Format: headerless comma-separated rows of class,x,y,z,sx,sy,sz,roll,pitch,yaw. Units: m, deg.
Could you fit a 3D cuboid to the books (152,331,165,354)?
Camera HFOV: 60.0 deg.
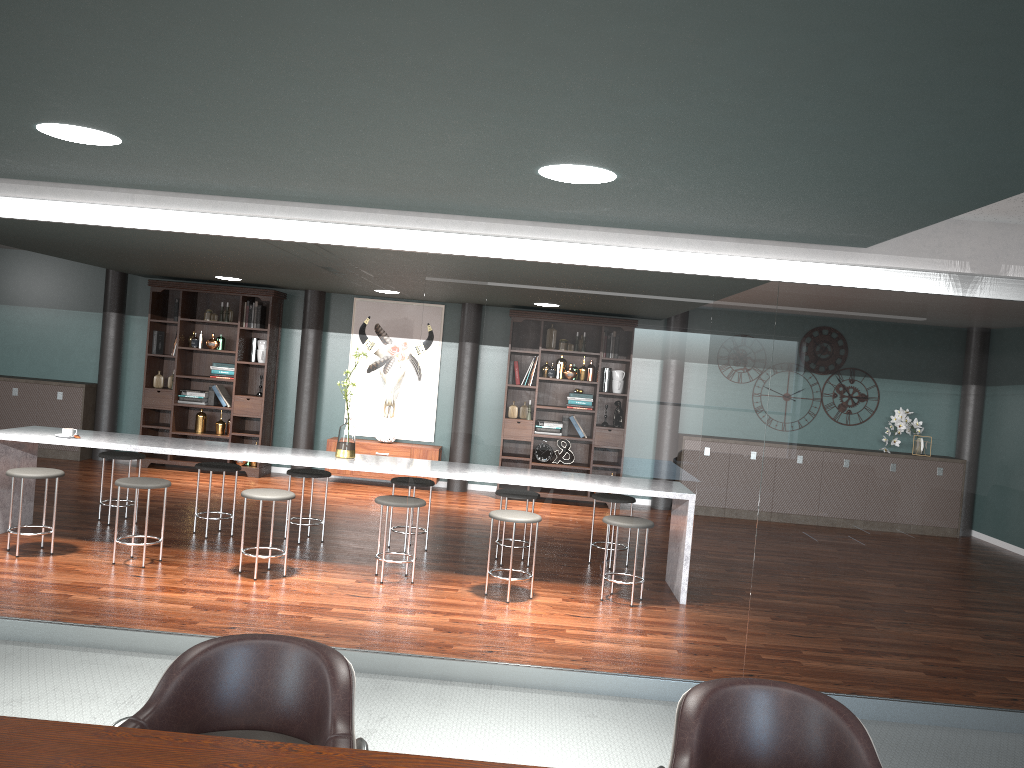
books,-3.801,-0.445,9.529,0.042,0.248,0.194,5,1,1

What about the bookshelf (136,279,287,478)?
bookshelf,-3.227,-0.059,9.544,1.339,1.984,0.482,5,1,1

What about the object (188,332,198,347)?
object,-3.426,-0.477,9.538,0.105,0.172,0.105,5,1,-3

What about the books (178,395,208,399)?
books,-3.407,0.134,9.516,0.268,0.016,0.205,5,1,1

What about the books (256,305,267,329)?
books,-2.686,-0.713,9.498,0.042,0.248,0.194,5,1,1

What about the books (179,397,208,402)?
books,-3.409,0.163,9.516,0.248,0.042,0.194,5,1,1

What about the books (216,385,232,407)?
books,-3.073,0.129,9.512,0.166,0.228,0.205,5,1,1

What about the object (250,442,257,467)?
object,-2.740,0.752,9.478,0.108,0.256,0.108,6,2,35

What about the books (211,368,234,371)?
books,-3.069,-0.155,9.528,0.268,0.016,0.205,5,1,1

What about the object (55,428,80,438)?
object,-2.906,0.319,5.801,0.146,0.056,0.146,6,2,33

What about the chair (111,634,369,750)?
chair,-0.585,0.953,1.784,0.533,0.761,0.523,4,1,-17

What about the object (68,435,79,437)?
object,-2.860,0.342,5.774,0.034,0.012,0.155,5,1,-2

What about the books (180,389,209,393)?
books,-3.389,0.077,9.514,0.268,0.016,0.205,5,1,1

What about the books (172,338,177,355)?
books,-3.564,-0.457,9.521,0.063,0.309,0.210,5,1,1

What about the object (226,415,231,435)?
object,-3.026,0.436,9.571,0.092,0.222,0.092,6,2,35

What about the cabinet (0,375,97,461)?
cabinet,-1.404,0.680,9.593,12.287,0.820,0.402,5,1,1

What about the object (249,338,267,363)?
object,-2.703,-0.359,9.537,0.268,0.262,0.137,6,2,41

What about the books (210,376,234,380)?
books,-3.076,-0.067,9.530,0.268,0.016,0.205,5,1,1

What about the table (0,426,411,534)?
table,-1.146,0.844,5.947,4.577,0.699,0.609,5,1,1

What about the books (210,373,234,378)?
books,-3.072,-0.089,9.530,0.286,0.027,0.184,5,1,1

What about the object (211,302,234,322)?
object,-3.097,-0.775,9.504,0.196,0.221,0.184,5,1,1

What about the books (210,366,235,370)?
books,-3.071,-0.170,9.522,0.268,0.016,0.205,5,1,1

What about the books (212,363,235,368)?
books,-3.062,-0.199,9.527,0.248,0.042,0.194,5,1,1

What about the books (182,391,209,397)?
books,-3.381,0.107,9.514,0.248,0.042,0.194,5,1,1

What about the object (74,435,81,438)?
object,-2.830,0.343,5.772,0.041,0.021,0.044,5,1,13

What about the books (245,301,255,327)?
books,-2.808,-0.743,9.501,0.027,0.286,0.184,5,1,1

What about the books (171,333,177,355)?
books,-3.579,-0.458,9.522,0.063,0.309,0.210,5,1,1

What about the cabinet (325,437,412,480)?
cabinet,-1.386,0.827,9.616,1.200,0.379,0.368,5,1,1

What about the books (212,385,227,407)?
books,-3.107,0.127,9.512,0.176,0.227,0.194,5,1,1

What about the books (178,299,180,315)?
books,-3.520,-0.783,9.516,0.042,0.248,0.194,5,1,1

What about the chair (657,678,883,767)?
chair,0.524,1.047,1.768,0.535,0.761,0.518,5,1,7

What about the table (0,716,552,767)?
table,-2.156,0.867,0.955,6.694,0.706,1.374,5,1,1

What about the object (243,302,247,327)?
object,-2.831,-0.736,9.501,0.016,0.268,0.205,5,1,1

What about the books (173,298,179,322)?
books,-3.565,-0.787,9.517,0.042,0.248,0.194,5,1,1

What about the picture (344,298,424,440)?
picture,-1.299,-0.155,9.768,1.002,1.512,0.031,5,1,1

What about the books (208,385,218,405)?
books,-3.225,0.120,9.581,0.063,0.214,0.139,5,1,1

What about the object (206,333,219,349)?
object,-3.176,-0.455,9.415,0.144,0.175,0.073,5,1,3

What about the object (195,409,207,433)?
object,-3.344,0.396,9.537,0.114,0.251,0.114,5,1,27

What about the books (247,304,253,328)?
books,-2.774,-0.720,9.500,0.042,0.248,0.194,5,1,1

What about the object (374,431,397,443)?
object,-1.370,0.581,9.628,0.245,0.112,0.261,5,1,9

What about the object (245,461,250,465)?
object,-2.838,0.786,9.555,0.099,0.169,0.099,4,1,-25

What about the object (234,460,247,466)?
object,-2.881,0.782,9.434,0.144,0.175,0.073,5,1,3

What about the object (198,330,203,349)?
object,-3.303,-0.473,9.414,0.040,0.191,0.040,5,1,10

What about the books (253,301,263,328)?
books,-2.719,-0.735,9.499,0.027,0.286,0.184,5,1,1

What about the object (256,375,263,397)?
object,-2.688,0.022,9.483,0.077,0.228,0.077,4,1,-16

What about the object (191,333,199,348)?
object,-3.373,-0.465,9.444,0.079,0.161,0.080,4,1,-25

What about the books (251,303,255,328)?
books,-2.744,-0.729,9.500,0.016,0.268,0.205,5,1,1

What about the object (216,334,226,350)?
object,-3.133,-0.451,9.537,0.099,0.169,0.099,4,1,-25

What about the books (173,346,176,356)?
books,-3.555,-0.462,9.517,0.062,0.322,0.197,5,1,1

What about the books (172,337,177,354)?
books,-3.570,-0.463,9.519,0.062,0.322,0.197,5,1,1

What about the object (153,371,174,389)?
object,-3.703,-0.063,9.531,0.250,0.221,0.186,5,1,-1

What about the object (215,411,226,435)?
object,-3.111,0.414,9.479,0.108,0.256,0.108,6,2,35

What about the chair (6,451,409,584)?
chair,-1.123,0.939,6.007,4.029,0.512,1.479,5,1,1

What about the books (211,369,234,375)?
books,-3.071,-0.125,9.528,0.248,0.042,0.194,5,1,1

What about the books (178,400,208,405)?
books,-3.410,0.199,9.518,0.286,0.027,0.184,5,1,1
